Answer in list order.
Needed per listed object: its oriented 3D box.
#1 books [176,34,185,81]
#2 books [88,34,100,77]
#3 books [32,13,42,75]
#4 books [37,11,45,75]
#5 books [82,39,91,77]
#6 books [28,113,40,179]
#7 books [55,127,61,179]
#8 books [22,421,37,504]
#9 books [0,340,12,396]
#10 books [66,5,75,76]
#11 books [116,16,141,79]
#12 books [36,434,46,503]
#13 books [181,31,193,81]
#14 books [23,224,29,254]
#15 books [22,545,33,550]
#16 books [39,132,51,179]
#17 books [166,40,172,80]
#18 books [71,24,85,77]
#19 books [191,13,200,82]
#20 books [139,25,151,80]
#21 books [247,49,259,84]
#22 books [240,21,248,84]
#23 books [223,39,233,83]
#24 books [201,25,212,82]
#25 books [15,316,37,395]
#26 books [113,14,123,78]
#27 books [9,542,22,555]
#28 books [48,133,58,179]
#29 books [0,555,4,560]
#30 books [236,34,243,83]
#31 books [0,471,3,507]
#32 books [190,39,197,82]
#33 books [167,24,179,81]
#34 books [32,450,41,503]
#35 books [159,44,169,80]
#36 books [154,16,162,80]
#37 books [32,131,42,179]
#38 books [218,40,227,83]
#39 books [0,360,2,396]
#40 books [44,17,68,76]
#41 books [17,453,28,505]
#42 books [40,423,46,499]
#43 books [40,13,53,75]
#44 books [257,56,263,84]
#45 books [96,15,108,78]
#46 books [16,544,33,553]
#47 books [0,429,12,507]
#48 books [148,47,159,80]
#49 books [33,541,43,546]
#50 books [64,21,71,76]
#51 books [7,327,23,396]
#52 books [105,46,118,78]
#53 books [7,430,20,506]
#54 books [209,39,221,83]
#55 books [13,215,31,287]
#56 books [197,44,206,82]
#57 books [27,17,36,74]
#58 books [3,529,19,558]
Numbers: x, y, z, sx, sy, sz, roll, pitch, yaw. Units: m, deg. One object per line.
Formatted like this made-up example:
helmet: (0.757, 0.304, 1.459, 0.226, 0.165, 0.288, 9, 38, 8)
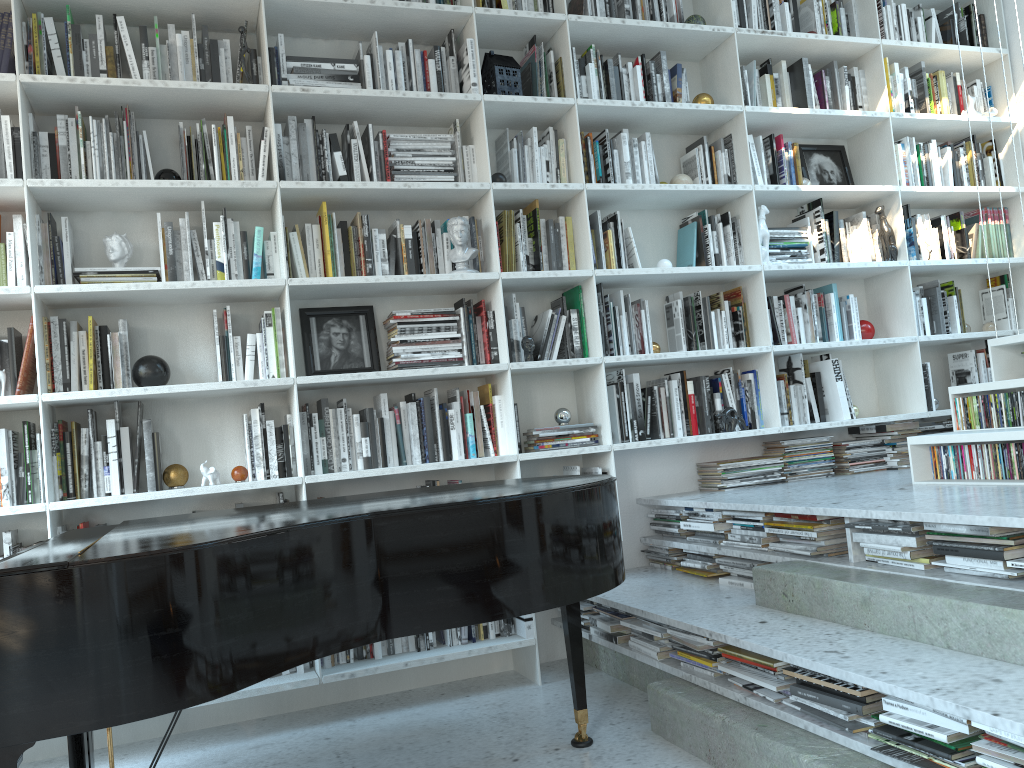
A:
books: (-1.270, -1.192, 3.407, 0.021, 0.226, 0.191, -5, -4, -20)
books: (-1.552, -1.167, 3.316, 0.029, 0.218, 0.158, -5, -4, -20)
books: (-1.733, -1.185, 3.257, 0.013, 0.283, 0.159, -5, -4, -20)
books: (-1.728, -1.197, 3.282, 0.014, 0.308, 0.130, -5, -3, -20)
books: (-1.578, -1.156, 3.313, 0.024, 0.201, 0.153, -5, -4, -20)
books: (-1.733, -0.819, 3.234, 0.012, 0.285, 0.159, -5, -4, -20)
books: (-1.654, -0.802, 3.254, 0.012, 0.240, 0.134, -5, -4, -20)
books: (-1.691, 0.278, 3.122, 0.014, 0.286, 0.179, -5, -4, -20)
books: (-1.776, -0.043, 3.136, 0.027, 0.209, 0.144, -5, -4, -20)
books: (-1.624, -1.210, 3.286, 0.012, 0.315, 0.171, -5, -4, -20)
books: (-1.438, -1.209, 3.352, 0.075, 0.285, 0.178, -5, -4, -20)
books: (-1.658, 0.299, 3.139, 0.010, 0.240, 0.174, -5, -4, -20)
books: (-1.255, -1.209, 3.434, 0.028, 0.260, 0.135, -5, -4, -20)
books: (-1.726, -0.437, 3.201, 0.036, 0.257, 0.123, -5, -4, -20)
books: (-1.666, 0.678, 3.084, 0.023, 0.228, 0.190, -5, -4, -20)
books: (-1.700, -0.790, 3.251, 0.029, 0.224, 0.136, -5, -4, -20)
books: (-1.312, -1.179, 3.403, 0.010, 0.208, 0.173, -5, -4, -20)
books: (-1.601, -1.175, 3.292, 0.031, 0.241, 0.181, -5, -4, -20)
books: (-1.223, -1.239, 3.434, 0.011, 0.313, 0.183, -5, -4, -20)
books: (-1.394, -1.201, 3.384, 0.027, 0.265, 0.168, -5, -4, -20)
books: (-1.027, -1.201, 3.529, 0.028, 0.211, 0.134, -5, -4, -20)
books: (-1.064, -1.245, 3.494, 0.058, 0.302, 0.175, -5, -4, -20)
books: (-1.118, -1.207, 3.492, 0.024, 0.237, 0.153, -5, -4, -20)
books: (-1.191, -1.228, 3.469, 0.022, 0.290, 0.146, -5, -4, -20)
books: (-1.697, -0.085, 3.129, 0.082, 0.276, 0.228, -5, -4, -20)
books: (-1.490, -1.218, 3.362, 0.013, 0.315, 0.135, -5, -3, -20)
books: (-1.714, 0.676, 3.075, 0.011, 0.239, 0.174, -5, -4, -20)
books: (-1.675, -0.790, 3.259, 0.024, 0.219, 0.140, -5, -4, -20)
books: (-1.766, 0.701, 3.092, 0.030, 0.203, 0.142, -5, -4, -20)
books: (-1.076, -1.225, 3.488, 0.055, 0.263, 0.167, -5, -4, -20)
books: (-1.776, 0.306, 3.109, 0.010, 0.246, 0.160, -5, -4, -20)
books: (-1.233, -1.196, 3.437, 0.013, 0.230, 0.142, -5, -4, -20)
books: (-1.303, -1.218, 3.423, 0.026, 0.286, 0.138, -5, -4, -20)
books: (-1.679, 0.329, 3.157, 0.023, 0.186, 0.130, -5, -4, -20)
books: (-1.337, -1.178, 3.422, 0.024, 0.212, 0.128, -5, -4, -20)
books: (-1.350, -1.226, 3.395, 0.012, 0.307, 0.145, -5, -4, -20)
books: (-1.712, -0.783, 3.220, 0.015, 0.207, 0.186, -5, -4, -20)
books: (-1.134, -1.200, 3.469, 0.022, 0.222, 0.161, -5, -4, -20)
books: (-1.800, -0.041, 3.117, 0.030, 0.207, 0.172, -5, -4, -20)
books: (-1.674, -1.185, 3.283, 0.067, 0.274, 0.168, -5, -4, -20)
books: (-1.718, 0.334, 3.128, 0.041, 0.181, 0.141, -5, -4, -20)
books: (-1.651, 0.280, 3.167, 0.024, 0.280, 0.136, -5, -4, -20)
books: (-1.709, -1.189, 3.264, 0.010, 0.287, 0.148, -5, -4, -20)
books: (-1.007, -1.193, 3.543, 0.019, 0.194, 0.098, -5, -4, -20)
books: (-1.531, -1.206, 3.327, 0.023, 0.293, 0.156, -5, -4, -20)
books: (-1.705, 0.684, 3.114, 0.030, 0.227, 0.140, -5, -4, -20)
books: (-1.757, 0.293, 3.098, 0.021, 0.265, 0.185, -5, -4, -20)
books: (-1.362, -1.161, 3.384, 0.028, 0.180, 0.168, -5, -4, -20)
books: (-1.656, 0.676, 3.126, 0.026, 0.235, 0.140, -5, -4, -20)
books: (-1.635, -1.181, 3.289, 0.011, 0.260, 0.157, -5, -4, -20)
books: (-1.757, -0.065, 3.148, 0.021, 0.251, 0.154, -5, -4, -20)
books: (-1.502, -1.151, 3.343, 0.034, 0.180, 0.160, -5, -4, -20)
books: (-1.747, 0.297, 3.122, 0.013, 0.260, 0.142, -5, -4, -20)
books: (-1.157, -1.196, 3.456, 0.030, 0.217, 0.182, -5, -4, -20)
books: (-1.757, -0.449, 3.190, 0.027, 0.285, 0.148, -5, -4, -20)
books: (-1.208, -1.189, 3.456, 0.024, 0.213, 0.150, -5, -4, -20)
books: (-1.743, -1.172, 3.237, 0.023, 0.256, 0.175, -5, -4, -20)
books: (-1.741, 0.656, 3.095, 0.025, 0.287, 0.131, -5, -4, -20)
